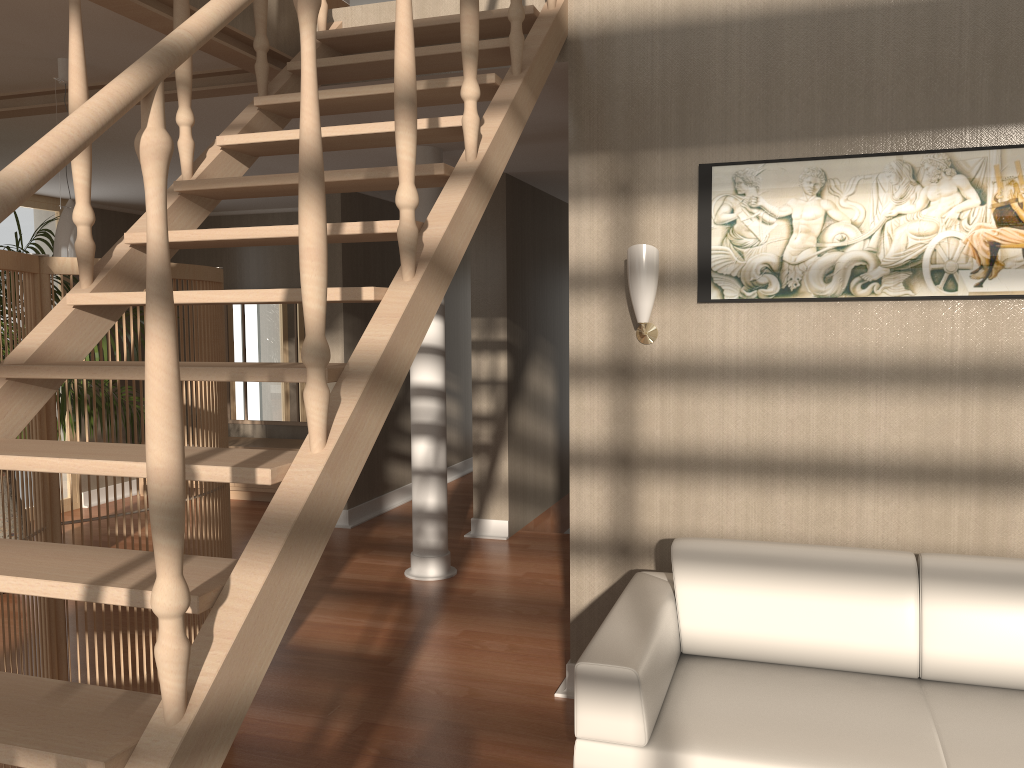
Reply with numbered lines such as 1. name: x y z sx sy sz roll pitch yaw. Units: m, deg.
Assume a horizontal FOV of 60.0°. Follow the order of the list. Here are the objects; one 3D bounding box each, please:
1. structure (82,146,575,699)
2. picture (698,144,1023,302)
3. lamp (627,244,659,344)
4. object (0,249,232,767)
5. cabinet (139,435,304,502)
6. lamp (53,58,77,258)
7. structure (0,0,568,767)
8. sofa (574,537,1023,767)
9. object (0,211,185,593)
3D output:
1. structure: 0.062 -0.113 4.093 8.342 2.533 10.775 1 4 18
2. picture: 1.393 -0.525 2.926 1.531 0.487 0.018 1 4 18
3. lamp: 0.473 -0.317 3.176 0.112 0.353 0.153 1 4 18
4. object: -1.395 0.431 2.223 0.233 1.542 2.229 1 4 23
5. cabinet: -2.156 0.710 7.373 1.911 0.458 0.500 1 4 18
6. lamp: -1.745 -0.869 3.492 0.139 0.800 0.139 -3 5 -36
7. structure: -0.751 -0.479 1.983 1.000 3.578 3.150 1 4 18
8. sofa: 1.136 0.897 2.430 1.781 0.740 0.905 1 4 18
9. object: -2.937 0.198 4.771 2.109 2.304 2.157 0 4 7
